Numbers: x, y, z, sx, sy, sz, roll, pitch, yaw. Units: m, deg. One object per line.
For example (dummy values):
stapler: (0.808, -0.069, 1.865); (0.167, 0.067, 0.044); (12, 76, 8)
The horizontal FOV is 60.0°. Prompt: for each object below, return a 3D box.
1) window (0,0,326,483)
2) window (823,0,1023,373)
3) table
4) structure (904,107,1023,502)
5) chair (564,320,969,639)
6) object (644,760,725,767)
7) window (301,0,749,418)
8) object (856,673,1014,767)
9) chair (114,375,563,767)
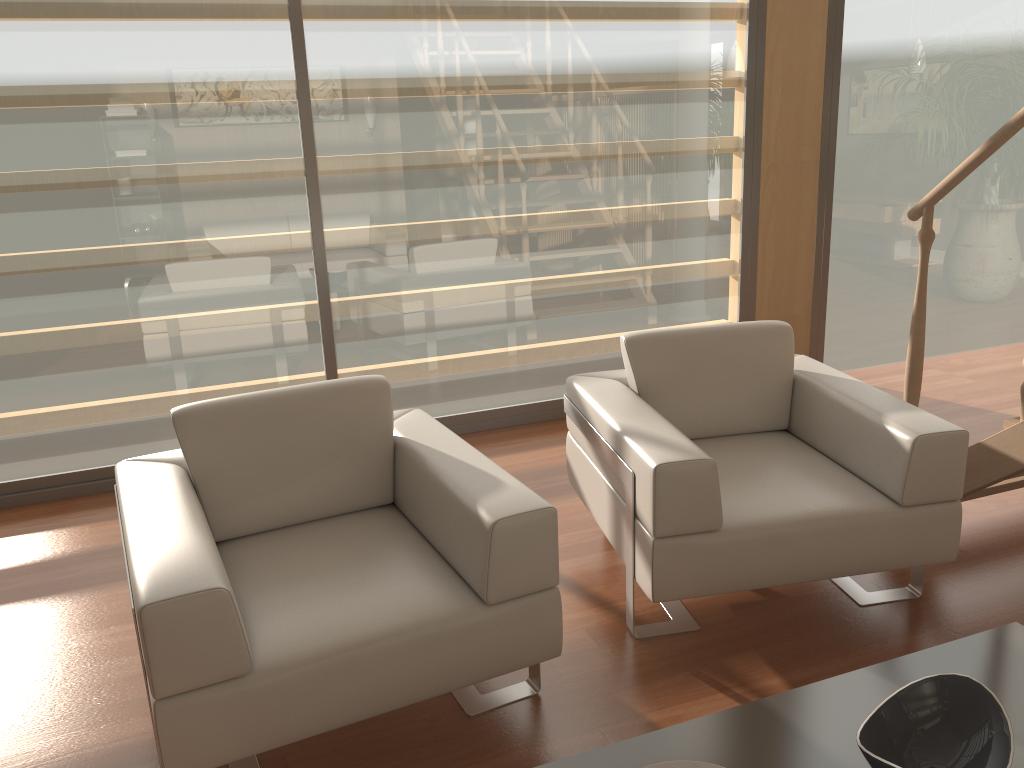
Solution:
window: (-1.859, -1.129, 3.235); (2.095, 3.100, 0.020); (-8, 17, -19)
window: (3.175, -2.580, 4.823); (3.340, 5.200, 0.020); (-8, 17, -19)
table: (0.657, 0.836, 1.474); (1.260, 0.293, 0.700); (-8, 17, -19)
structure: (2.216, -0.901, 1.365); (1.000, 3.578, 3.150); (-8, 17, -19)
chair: (0.707, 0.240, 2.747); (0.900, 0.740, 0.905); (-5, 16, -10)
object: (0.292, 0.707, 1.408); (0.294, 0.020, 0.294); (11, 21, 40)
window: (0.151, -1.414, 3.928); (2.095, 3.100, 0.020); (-8, 17, -19)
object: (0.705, 0.614, 1.484); (0.223, 0.125, 0.317); (11, 21, 39)
chair: (-0.478, 0.434, 2.246); (0.900, 0.740, 0.905); (-10, 18, -24)
